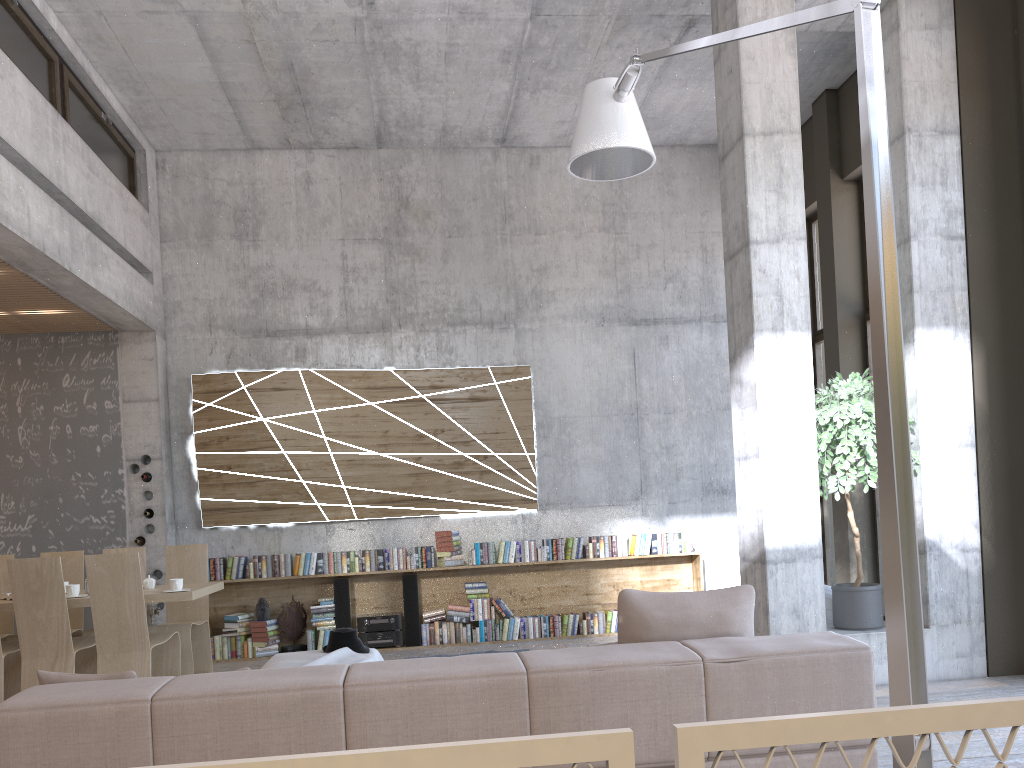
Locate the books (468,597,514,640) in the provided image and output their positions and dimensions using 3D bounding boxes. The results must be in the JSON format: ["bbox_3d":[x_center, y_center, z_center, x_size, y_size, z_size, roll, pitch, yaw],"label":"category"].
[{"bbox_3d":[-0.204,2.400,8.957,0.451,0.447,0.215,-3,-1,-6],"label":"books"}]

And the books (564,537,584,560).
[{"bbox_3d":[0.636,1.695,9.059,0.199,0.227,0.191,-3,-3,-6],"label":"books"}]

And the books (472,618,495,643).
[{"bbox_3d":[-0.292,2.507,8.936,0.226,0.219,0.216,-3,-4,-6],"label":"books"}]

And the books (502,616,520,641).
[{"bbox_3d":[-0.015,2.495,8.955,0.199,0.227,0.191,-3,-3,-6],"label":"books"}]

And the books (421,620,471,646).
[{"bbox_3d":[-0.672,2.519,8.928,0.494,0.237,0.244,-2,-4,-6],"label":"books"}]

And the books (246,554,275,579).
[{"bbox_3d":[-2.488,1.813,8.721,0.278,0.219,0.211,-2,-4,-8],"label":"books"}]

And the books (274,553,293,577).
[{"bbox_3d":[-2.270,1.800,8.719,0.156,0.220,0.191,-3,-3,-6],"label":"books"}]

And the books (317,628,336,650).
[{"bbox_3d":[-1.850,2.566,8.784,0.199,0.227,0.191,-3,-3,-6],"label":"books"}]

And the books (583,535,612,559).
[{"bbox_3d":[0.882,1.686,9.075,0.278,0.219,0.211,-2,-4,-8],"label":"books"}]

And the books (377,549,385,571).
[{"bbox_3d":[-1.324,1.776,8.859,0.055,0.220,0.191,-3,-3,-6],"label":"books"}]

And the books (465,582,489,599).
[{"bbox_3d":[-0.361,2.109,8.954,0.239,0.160,0.191,-2,-5,-6],"label":"books"}]

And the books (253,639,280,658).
[{"bbox_3d":[-2.442,2.615,8.687,0.250,0.150,0.261,-8,-8,39],"label":"books"}]

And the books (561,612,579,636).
[{"bbox_3d":[0.590,2.481,9.054,0.199,0.227,0.191,-3,-3,-6],"label":"books"}]

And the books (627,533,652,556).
[{"bbox_3d":[1.316,1.664,9.096,0.249,0.227,0.191,-3,-3,-6],"label":"books"}]

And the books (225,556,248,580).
[{"bbox_3d":[-2.734,1.823,8.705,0.199,0.227,0.191,-3,-3,-6],"label":"books"}]

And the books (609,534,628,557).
[{"bbox_3d":[1.100,1.673,9.073,0.156,0.220,0.191,-3,-3,-6],"label":"books"}]

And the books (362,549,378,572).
[{"bbox_3d":[-1.429,1.782,8.855,0.155,0.219,0.206,-3,-4,-6],"label":"books"}]

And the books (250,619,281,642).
[{"bbox_3d":[-2.440,2.439,8.681,0.190,0.209,0.247,-4,-5,15],"label":"books"}]

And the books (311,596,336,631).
[{"bbox_3d":[-1.886,2.305,8.808,0.251,0.322,0.220,-3,-2,-4],"label":"books"}]

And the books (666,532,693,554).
[{"bbox_3d":[1.730,1.657,9.140,0.276,0.220,0.171,-3,-3,-5],"label":"books"}]

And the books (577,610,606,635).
[{"bbox_3d":[0.820,2.472,9.069,0.278,0.219,0.211,-2,-4,-8],"label":"books"}]

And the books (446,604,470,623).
[{"bbox_3d":[-0.544,2.321,8.864,0.243,0.191,0.155,-3,-3,-6],"label":"books"}]

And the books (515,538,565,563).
[{"bbox_3d":[0.284,1.708,9.009,0.489,0.219,0.216,-2,-4,-6],"label":"books"}]

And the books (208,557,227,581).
[{"bbox_3d":[-3.086,1.836,8.655,0.489,0.219,0.216,-2,-4,-6],"label":"books"}]

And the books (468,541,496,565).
[{"bbox_3d":[-0.310,1.724,8.934,0.278,0.219,0.211,-2,-4,-8],"label":"books"}]

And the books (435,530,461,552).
[{"bbox_3d":[-0.649,1.588,8.869,0.190,0.209,0.247,-4,-5,15],"label":"books"}]

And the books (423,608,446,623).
[{"bbox_3d":[-0.787,2.350,8.899,0.234,0.139,0.193,-3,-5,-5],"label":"books"}]

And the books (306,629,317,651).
[{"bbox_3d":[-2.006,2.574,8.783,0.074,0.219,0.206,-3,-4,-6],"label":"books"}]

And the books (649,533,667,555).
[{"bbox_3d":[1.515,1.664,9.116,0.156,0.220,0.155,-3,-3,-6],"label":"books"}]

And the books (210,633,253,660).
[{"bbox_3d":[-2.816,2.599,8.705,0.494,0.237,0.244,-2,-4,-6],"label":"books"}]

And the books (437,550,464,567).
[{"bbox_3d":[-0.629,1.767,8.877,0.223,0.149,0.285,-8,-8,41],"label":"books"}]

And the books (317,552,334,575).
[{"bbox_3d":[-1.855,1.791,8.761,0.156,0.220,0.155,-3,-3,-6],"label":"books"}]

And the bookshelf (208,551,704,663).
[{"bbox_3d":[-0.670,2.260,8.947,5.317,0.803,0.304,-2,-1,-6],"label":"bookshelf"}]

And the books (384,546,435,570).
[{"bbox_3d":[-1.035,1.761,8.870,0.489,0.219,0.216,-2,-4,-6],"label":"books"}]

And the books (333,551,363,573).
[{"bbox_3d":[-1.640,1.784,8.786,0.276,0.220,0.171,-3,-3,-5],"label":"books"}]

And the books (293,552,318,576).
[{"bbox_3d":[-2.054,1.792,8.742,0.249,0.227,0.191,-3,-3,-6],"label":"books"}]

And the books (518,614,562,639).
[{"bbox_3d":[0.289,2.493,9.015,0.417,0.219,0.206,-2,-4,-6],"label":"books"}]

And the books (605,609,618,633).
[{"bbox_3d":[1.050,2.468,9.135,0.199,0.227,0.191,-3,-3,-6],"label":"books"}]

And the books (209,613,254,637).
[{"bbox_3d":[-2.930,2.392,8.688,0.716,0.261,0.303,-3,-5,-1],"label":"books"}]

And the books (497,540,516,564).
[{"bbox_3d":[-0.056,1.713,8.950,0.199,0.227,0.191,-3,-3,-6],"label":"books"}]
